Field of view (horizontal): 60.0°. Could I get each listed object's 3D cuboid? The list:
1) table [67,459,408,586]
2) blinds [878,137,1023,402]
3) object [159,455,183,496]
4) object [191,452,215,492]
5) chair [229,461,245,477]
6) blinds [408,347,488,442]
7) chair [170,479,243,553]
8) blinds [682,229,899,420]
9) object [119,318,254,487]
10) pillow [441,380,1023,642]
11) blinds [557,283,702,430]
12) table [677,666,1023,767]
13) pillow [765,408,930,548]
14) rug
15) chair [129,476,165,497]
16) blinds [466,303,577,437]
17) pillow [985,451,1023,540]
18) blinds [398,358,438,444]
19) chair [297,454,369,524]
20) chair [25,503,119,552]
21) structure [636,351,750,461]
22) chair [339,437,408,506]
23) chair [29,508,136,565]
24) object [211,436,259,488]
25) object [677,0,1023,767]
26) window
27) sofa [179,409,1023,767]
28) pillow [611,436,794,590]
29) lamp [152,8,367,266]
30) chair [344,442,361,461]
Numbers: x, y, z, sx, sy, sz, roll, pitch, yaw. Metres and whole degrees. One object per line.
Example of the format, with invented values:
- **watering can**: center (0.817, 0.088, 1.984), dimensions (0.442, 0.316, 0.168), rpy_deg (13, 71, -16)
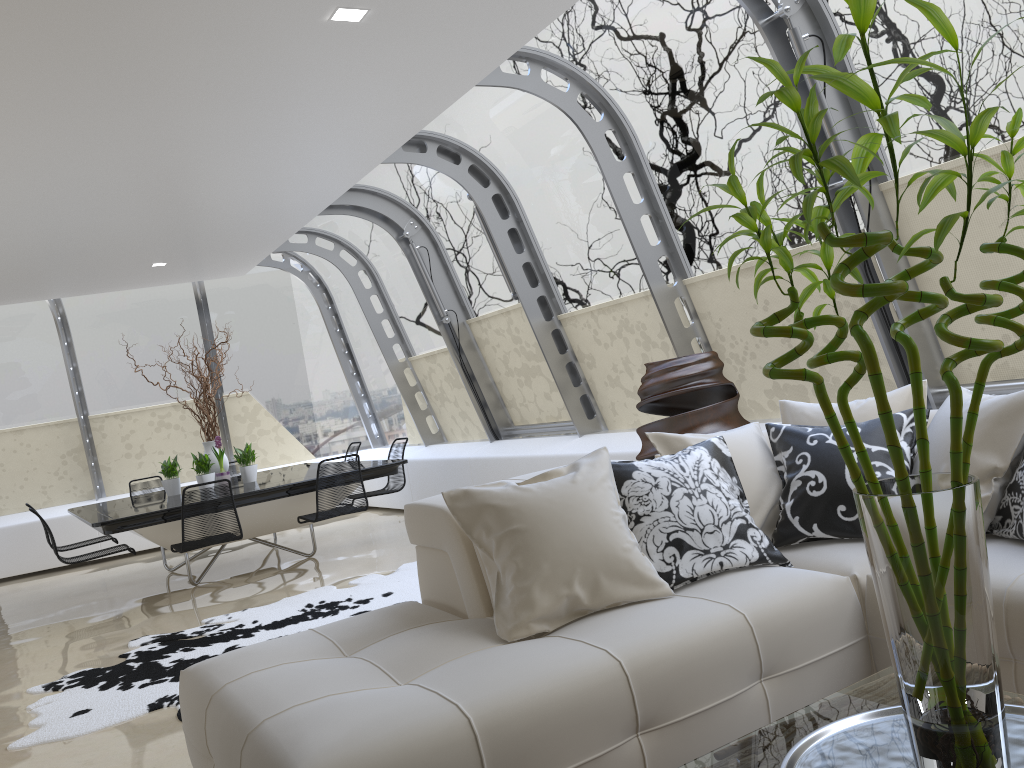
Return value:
- **table**: center (-2.615, 1.325, 8.264), dimensions (2.494, 0.759, 3.031), rpy_deg (-10, 0, -30)
- **blinds**: center (2.426, -0.492, 4.014), dimensions (0.387, 1.214, 1.376), rpy_deg (-10, 0, -30)
- **object**: center (-3.146, 0.844, 8.193), dimensions (0.215, 0.369, 0.284), rpy_deg (-10, 0, 8)
- **object**: center (-2.756, 0.777, 7.923), dimensions (0.215, 0.369, 0.284), rpy_deg (-10, 0, 3)
- **chair**: center (-3.005, 1.116, 9.838), dimensions (0.446, 0.519, 0.688), rpy_deg (-10, 0, -30)
- **blinds**: center (-0.580, 0.131, 9.341), dimensions (0.329, 1.027, 1.430), rpy_deg (-10, 0, -30)
- **chair**: center (-2.305, 0.987, 6.631), dimensions (0.446, 0.519, 0.688), rpy_deg (-10, 0, -30)
- **blinds**: center (1.709, -0.271, 5.349), dimensions (0.329, 1.027, 1.430), rpy_deg (-10, 0, -30)
- **object**: center (-2.982, 0.216, 8.215), dimensions (1.031, 1.549, 1.135), rpy_deg (-9, 0, -38)
- **pillow**: center (1.543, 0.264, 2.686), dimensions (3.322, 0.530, 1.656), rpy_deg (-10, 0, 30)
- **blinds**: center (0.946, -0.137, 6.680), dimensions (0.329, 1.027, 1.430), rpy_deg (-10, 0, -30)
- **table**: center (0.739, 0.905, 1.477), dimensions (1.007, 0.448, 0.923), rpy_deg (-10, 0, -30)
- **pillow**: center (1.226, 0.362, 3.240), dimensions (0.599, 0.483, 0.405), rpy_deg (-10, 0, 28)
- **rug**: center (-1.120, 1.442, 5.185), dimensions (3.220, 0.008, 2.705), rpy_deg (-10, 0, -30)
- **chair**: center (-3.794, 1.249, 9.372), dimensions (0.446, 0.519, 0.688), rpy_deg (-10, 0, -30)
- **blinds**: center (0.144, -0.092, 7.994), dimensions (0.387, 1.214, 1.376), rpy_deg (-10, 0, -30)
- **pillow**: center (1.711, 0.248, 2.668), dimensions (0.382, 0.467, 0.608), rpy_deg (-10, 0, -11)
- **blinds**: center (-1.206, 0.780, 10.908), dimensions (0.663, 2.118, 1.829), rpy_deg (-10, 0, -30)
- **chair**: center (-1.455, 0.844, 7.133), dimensions (0.446, 0.519, 0.688), rpy_deg (-10, 0, -30)
- **chair**: center (-4.082, 1.294, 8.226), dimensions (0.688, 0.519, 0.446), rpy_deg (-10, 0, -30)
- **structure**: center (1.061, 0.463, 5.080), dimensions (0.674, 1.258, 0.672), rpy_deg (-10, 0, 37)
- **chair**: center (-1.305, 0.823, 8.388), dimensions (0.688, 0.519, 0.446), rpy_deg (-10, 0, -30)
- **chair**: center (-3.450, 1.183, 7.123), dimensions (0.688, 0.519, 0.446), rpy_deg (-10, 0, -30)
- **object**: center (-2.539, 0.690, 8.210), dimensions (0.417, 0.476, 0.238), rpy_deg (-10, 0, -2)
- **object**: center (0.672, -0.082, 1.563), dimensions (0.673, 1.546, 0.584), rpy_deg (-10, 0, 9)
- **window**: center (-5.499, 0.728, 3.460), dimensions (16.693, 3.674, 16.171), rpy_deg (-10, 0, -24)
- **sofa**: center (1.238, 0.599, 2.083), dimensions (3.257, 0.866, 4.169), rpy_deg (-10, 0, -30)
- **pillow**: center (0.589, 0.458, 3.091), dimensions (0.604, 0.471, 0.394), rpy_deg (-10, 0, -14)
- **lamp**: center (-4.989, -0.852, 1.680), dimensions (9.775, 0.004, 9.928), rpy_deg (-10, 0, -29)
- **chair**: center (-1.937, 0.934, 9.491), dimensions (0.688, 0.519, 0.446), rpy_deg (-10, 0, -30)
